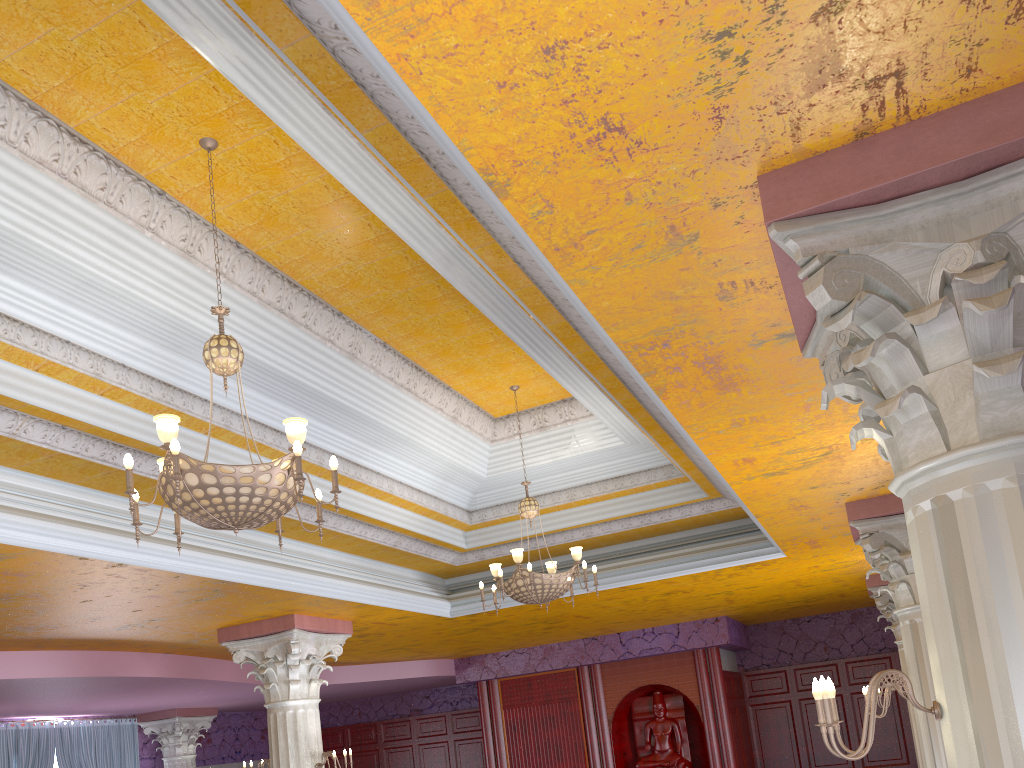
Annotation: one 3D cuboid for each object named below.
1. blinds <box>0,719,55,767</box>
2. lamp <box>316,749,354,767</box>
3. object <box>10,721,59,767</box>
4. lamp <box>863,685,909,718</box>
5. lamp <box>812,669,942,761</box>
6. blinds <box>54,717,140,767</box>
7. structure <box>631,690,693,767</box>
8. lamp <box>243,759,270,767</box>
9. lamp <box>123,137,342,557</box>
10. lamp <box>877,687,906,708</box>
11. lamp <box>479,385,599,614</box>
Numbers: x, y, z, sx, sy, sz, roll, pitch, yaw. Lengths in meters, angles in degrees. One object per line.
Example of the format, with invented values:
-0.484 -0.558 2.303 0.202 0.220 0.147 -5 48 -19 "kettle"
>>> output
-7.939 6.910 13.376 0.249 3.174 2.022 -10 -13 22 "blinds"
-1.939 4.080 9.210 0.384 0.260 0.359 -10 -18 10 "lamp"
-8.231 7.000 14.554 0.163 2.415 3.725 -10 -18 21 "object"
3.109 2.616 7.091 0.384 0.260 0.359 -10 -18 10 "lamp"
1.180 1.070 2.790 0.384 0.260 0.359 -10 -18 10 "lamp"
-7.173 7.524 15.083 0.248 3.175 1.895 -10 -12 20 "blinds"
2.490 6.146 14.640 0.983 1.761 0.660 -12 -11 22 "structure"
-2.780 4.354 9.636 0.384 0.260 0.359 -10 -18 10 "lamp"
-1.466 -0.272 4.324 0.955 2.074 1.011 -2 -12 -22 "lamp"
1.825 0.938 2.077 2.131 3.415 30.493 -11 -22 20 "lamp"
0.140 1.015 7.905 0.955 2.074 1.011 -2 -12 -22 "lamp"
